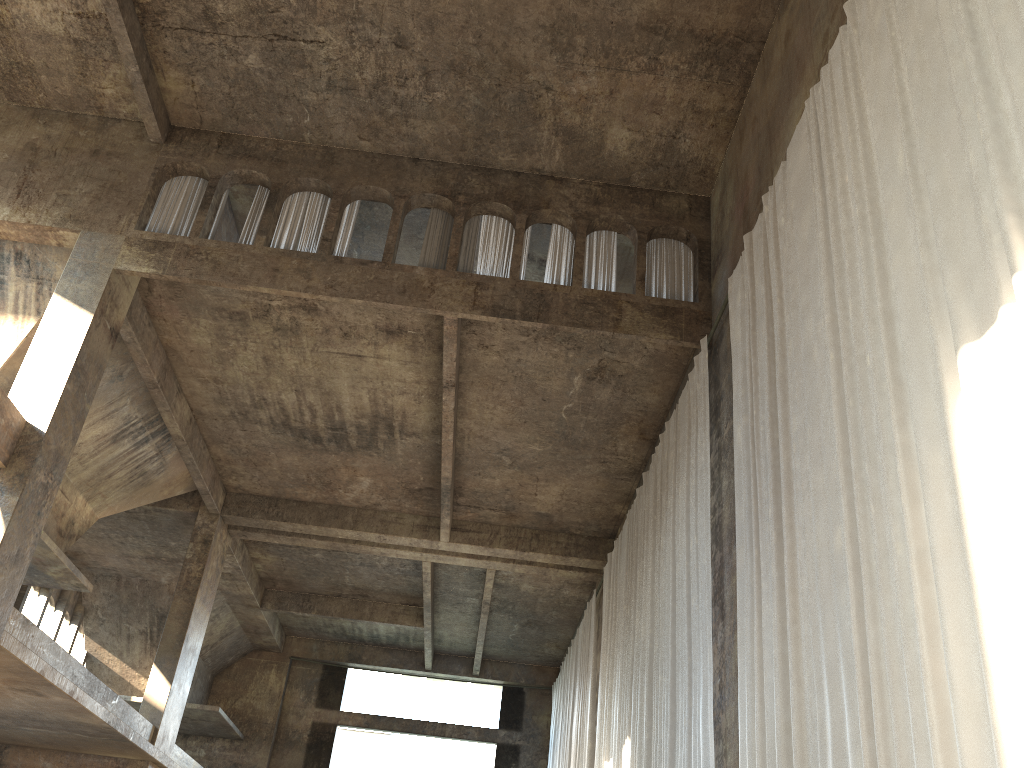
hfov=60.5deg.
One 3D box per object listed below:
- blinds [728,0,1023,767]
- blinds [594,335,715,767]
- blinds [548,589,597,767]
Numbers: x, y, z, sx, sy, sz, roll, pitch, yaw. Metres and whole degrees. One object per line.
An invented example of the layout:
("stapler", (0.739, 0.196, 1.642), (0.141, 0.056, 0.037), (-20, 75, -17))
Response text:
("blinds", (2.498, 0.079, 5.177), (0.275, 8.148, 8.292), (7, -32, 0))
("blinds", (1.813, 5.108, 12.817), (0.275, 8.148, 8.292), (7, -32, 0))
("blinds", (1.125, 10.153, 20.479), (0.275, 8.148, 8.288), (7, -32, -1))
